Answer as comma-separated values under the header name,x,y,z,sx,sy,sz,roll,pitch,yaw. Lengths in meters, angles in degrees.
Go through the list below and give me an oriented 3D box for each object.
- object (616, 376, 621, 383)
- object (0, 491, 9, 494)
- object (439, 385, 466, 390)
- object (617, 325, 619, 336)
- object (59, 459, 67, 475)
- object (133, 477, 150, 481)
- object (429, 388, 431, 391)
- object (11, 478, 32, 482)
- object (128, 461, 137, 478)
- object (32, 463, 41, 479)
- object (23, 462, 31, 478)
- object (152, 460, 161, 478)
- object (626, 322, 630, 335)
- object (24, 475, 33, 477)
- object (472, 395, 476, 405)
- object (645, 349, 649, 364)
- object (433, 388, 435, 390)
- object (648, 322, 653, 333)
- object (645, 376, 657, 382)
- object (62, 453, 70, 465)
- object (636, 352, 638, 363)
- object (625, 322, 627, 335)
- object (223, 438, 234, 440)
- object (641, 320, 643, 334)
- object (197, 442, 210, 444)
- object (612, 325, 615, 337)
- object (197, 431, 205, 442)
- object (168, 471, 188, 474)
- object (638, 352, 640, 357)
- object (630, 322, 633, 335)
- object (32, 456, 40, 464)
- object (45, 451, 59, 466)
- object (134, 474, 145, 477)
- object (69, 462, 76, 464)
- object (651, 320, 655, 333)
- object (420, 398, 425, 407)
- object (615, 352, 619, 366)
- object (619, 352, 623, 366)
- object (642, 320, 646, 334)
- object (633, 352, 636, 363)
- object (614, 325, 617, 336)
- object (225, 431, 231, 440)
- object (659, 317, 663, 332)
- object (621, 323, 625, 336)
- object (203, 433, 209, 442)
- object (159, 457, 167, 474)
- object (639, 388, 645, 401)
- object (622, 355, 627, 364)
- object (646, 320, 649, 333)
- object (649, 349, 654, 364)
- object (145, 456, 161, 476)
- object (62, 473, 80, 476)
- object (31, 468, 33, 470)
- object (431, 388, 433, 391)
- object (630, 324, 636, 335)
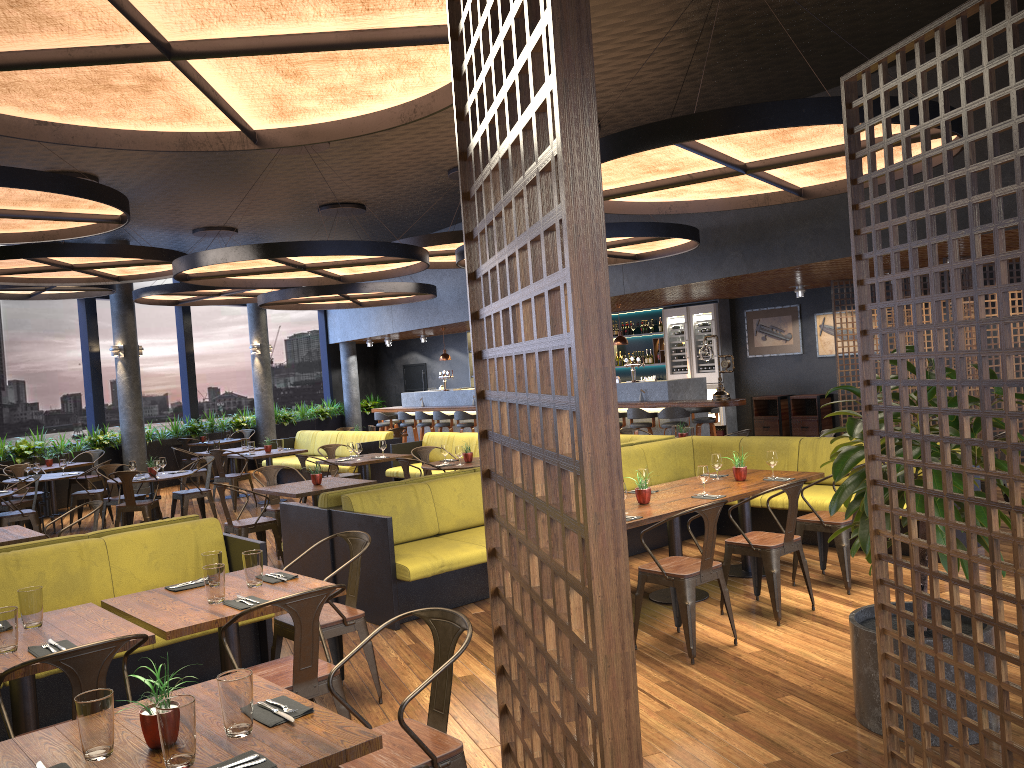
name,x,y,z,sx,sy,sz,roll,pitch,yaw
object,1.509,-0.058,15.030,0.200,0.106,0.766,-5,1,-41
object,-5.976,1.260,10.277,0.255,0.019,0.157,-5,1,-43
object,-1.374,0.057,19.962,0.766,0.106,0.200,-5,1,-41
object,2.047,-1.036,17.205,0.056,0.227,0.056,-5,1,-39
object,-6.197,1.145,12.241,0.097,0.206,0.097,-5,1,-36
object,-4.457,1.142,10.704,0.157,0.019,0.255,-4,1,1
object,-1.797,0.119,19.524,0.042,0.059,0.042,-5,1,-44
object,-6.484,1.269,11.755,0.157,0.019,0.255,-4,1,26
object,-4.714,1.061,11.025,0.097,0.206,0.097,-4,1,0
object,-6.323,1.162,11.799,0.097,0.206,0.097,-4,1,17
object,-6.610,1.177,12.102,0.097,0.206,0.097,-3,1,36
object,-4.329,1.037,10.813,0.097,0.206,0.097,-5,1,-34
object,2.212,-1.057,16.917,0.063,0.254,0.063,-4,1,21
object,-6.620,1.269,12.277,0.255,0.019,0.157,-3,1,35
object,-0.740,0.313,17.320,0.114,0.203,0.069,-4,1,9
object,2.547,-0.511,16.709,0.079,0.281,0.079,-4,1,23
object,-1.730,0.113,19.590,0.042,0.059,0.042,-5,1,-44
object,2.586,-1.052,16.523,0.097,0.206,0.097,-4,1,18
object,2.217,-0.086,14.190,0.177,0.091,0.091,-4,1,24
object,-7.048,1.184,14.024,0.102,0.178,0.102,-3,1,41
object,2.374,-0.487,16.886,0.063,0.254,0.063,-4,1,-13
object,2.205,-1.059,17.066,0.063,0.254,0.063,-4,1,11
object,-5.620,1.092,17.598,0.255,0.019,0.157,-4,1,25
object,2.456,-1.070,16.700,0.063,0.254,0.063,-4,1,1
object,-5.930,1.126,17.012,0.255,0.019,0.157,-4,1,25
object,1.961,-1.030,17.211,0.056,0.227,0.056,-4,1,26
object,-6.095,1.004,17.430,0.260,0.271,0.238,-5,1,-40
object,-4.245,1.117,11.223,0.255,0.019,0.157,-5,1,-43
object,2.431,-0.492,16.947,0.063,0.254,0.063,-4,1,12
object,2.282,-1.063,16.980,0.063,0.254,0.063,-3,1,36
object,-7.387,1.213,13.769,0.102,0.178,0.102,-3,1,31
object,-7.265,1.155,13.928,0.260,0.271,0.238,-5,1,-25
object,-4.749,1.154,11.196,0.255,0.019,0.157,-4,1,27
object,-7.091,1.264,14.193,0.255,0.019,0.157,-4,1,25
object,2.641,-1.082,16.646,0.063,0.254,0.063,-5,1,-33
object,-1.891,0.372,18.620,0.114,0.203,0.069,-4,1,6
object,2.047,-0.485,17.282,0.079,0.281,0.079,-5,1,-37
object,2.109,-0.488,17.212,0.079,0.281,0.079,-4,1,28
object,2.473,-1.069,16.589,0.063,0.254,0.063,-4,1,-13
object,2.318,-0.482,16.829,0.063,0.254,0.063,-5,1,-38
object,2.002,-1.032,17.165,0.056,0.227,0.056,-3,1,36
object,-5.577,1.012,17.430,0.102,0.178,0.102,-3,1,41
object,2.755,-1.099,16.410,0.079,0.281,0.079,-5,1,-32
object,2.126,-1.052,17.004,0.063,0.254,0.063,-5,2,-44
object,-5.915,1.042,17.175,0.102,0.178,0.102,-3,1,31
object,-4.425,1.036,11.241,0.097,0.206,0.097,-4,1,21
object,2.063,0.171,14.111,0.114,0.203,0.069,-4,1,-7
object,2.166,-0.452,17.068,0.097,0.206,0.097,-4,1,18
object,2.539,-1.075,16.666,0.063,0.254,0.063,-4,1,12
object,2.609,-0.514,16.638,0.079,0.281,0.079,-3,1,43
object,-4.473,1.008,11.041,0.260,0.271,0.238,-4,1,-2
object,-6.055,1.231,12.133,0.255,0.019,0.157,-4,1,-10
object,-7.402,1.297,13.606,0.255,0.019,0.157,-4,1,25
object,-1.756,0.116,19.546,0.042,0.059,0.042,-5,1,-44
object,2.299,-1.037,16.828,0.097,0.206,0.097,-4,1,18
